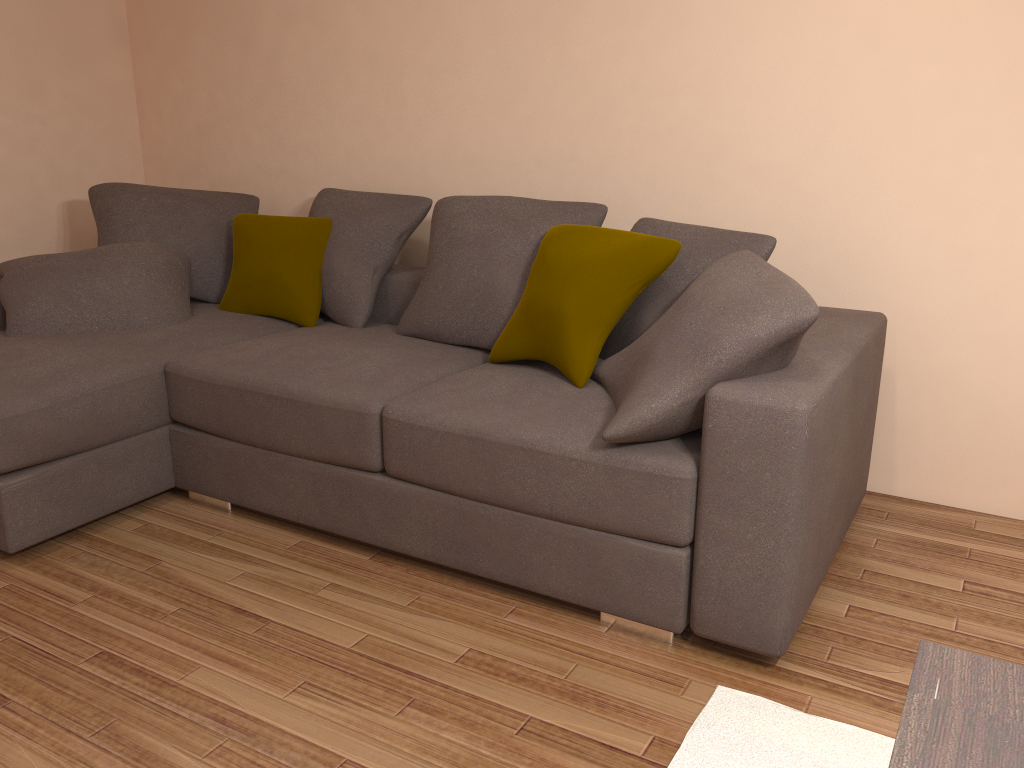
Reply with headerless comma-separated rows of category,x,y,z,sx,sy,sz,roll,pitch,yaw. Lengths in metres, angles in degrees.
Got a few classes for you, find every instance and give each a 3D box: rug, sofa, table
rug,0.765,1.159,0.969,1.791,0.024,2.122,9,19,29
sofa,-0.687,0.088,3.295,3.565,0.776,1.906,9,19,29
table,0.774,0.890,0.895,0.856,0.558,1.110,9,19,29

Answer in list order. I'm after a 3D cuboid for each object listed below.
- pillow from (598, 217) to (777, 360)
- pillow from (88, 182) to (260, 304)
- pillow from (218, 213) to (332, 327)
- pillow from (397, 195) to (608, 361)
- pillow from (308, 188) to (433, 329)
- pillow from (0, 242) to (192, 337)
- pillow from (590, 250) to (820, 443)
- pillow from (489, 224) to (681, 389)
pillow,0.532,-0.247,3.166,0.399,0.635,0.811,-5,17,-17
pillow,-1.592,-0.665,4.247,0.806,0.578,0.483,-6,17,-19
pillow,-1.054,-0.505,3.991,0.631,0.486,0.335,7,18,22
pillow,-0.062,-0.436,3.513,0.783,0.590,0.459,11,20,33
pillow,-0.752,-0.586,4.058,0.431,0.576,0.787,-15,22,-42
pillow,-1.752,-0.366,3.727,0.792,0.415,0.645,-6,17,-20
pillow,0.523,-0.121,2.579,0.560,0.470,0.749,1,16,1
pillow,0.239,-0.273,3.026,0.382,0.492,0.658,-11,20,-34
